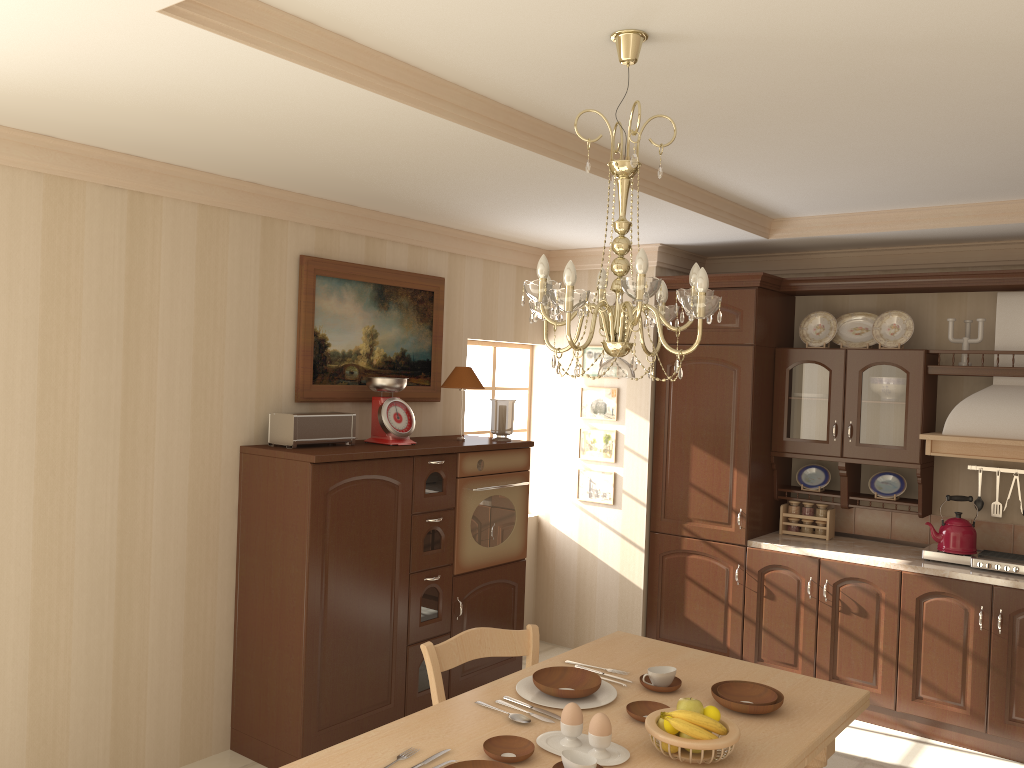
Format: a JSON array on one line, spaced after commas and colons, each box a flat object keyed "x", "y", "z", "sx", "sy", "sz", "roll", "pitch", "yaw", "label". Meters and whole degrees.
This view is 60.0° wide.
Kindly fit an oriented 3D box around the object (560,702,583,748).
[{"x": 0.152, "y": 0.862, "z": 2.255, "sx": 0.058, "sy": 0.104, "sz": 0.058, "roll": 2, "pitch": 1, "yaw": 16, "label": "object"}]

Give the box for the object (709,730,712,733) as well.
[{"x": 0.477, "y": 0.884, "z": 2.267, "sx": 0.070, "sy": 0.069, "sz": 0.068, "roll": 1, "pitch": 1, "yaw": -44, "label": "object"}]

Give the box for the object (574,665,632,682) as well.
[{"x": 0.288, "y": 0.910, "z": 2.785, "sx": 0.212, "sy": 0.008, "sz": 0.018, "roll": 3, "pitch": 1, "yaw": 37, "label": "object"}]

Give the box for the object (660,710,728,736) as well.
[{"x": 0.461, "y": 0.839, "z": 2.183, "sx": 0.184, "sy": 0.085, "sz": 0.066, "roll": 2, "pitch": 1, "yaw": -15, "label": "object"}]

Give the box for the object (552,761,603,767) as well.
[{"x": 0.154, "y": 0.905, "z": 2.044, "sx": 0.126, "sy": 0.026, "sz": 0.127, "roll": 3, "pitch": 1, "yaw": 29, "label": "object"}]

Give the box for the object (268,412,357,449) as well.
[{"x": -0.899, "y": 0.207, "z": 4.034, "sx": 0.192, "sy": 0.150, "sz": 0.360, "roll": 3, "pitch": 1, "yaw": 38, "label": "object"}]

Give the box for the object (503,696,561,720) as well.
[{"x": 0.061, "y": 0.906, "z": 2.480, "sx": 0.221, "sy": 0.008, "sz": 0.023, "roll": 3, "pitch": 1, "yaw": 43, "label": "object"}]

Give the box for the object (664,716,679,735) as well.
[{"x": 0.401, "y": 0.845, "z": 2.212, "sx": 0.045, "sy": 0.053, "sz": 0.051, "roll": 2, "pitch": 1, "yaw": 26, "label": "object"}]

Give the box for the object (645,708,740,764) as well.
[{"x": 0.452, "y": 0.890, "z": 2.230, "sx": 0.235, "sy": 0.068, "sz": 0.235, "roll": 2, "pitch": 1, "yaw": -5, "label": "object"}]

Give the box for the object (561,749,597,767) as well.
[{"x": 0.160, "y": 0.889, "z": 2.038, "sx": 0.063, "sy": 0.055, "sz": 0.119, "roll": 2, "pitch": 1, "yaw": -38, "label": "object"}]

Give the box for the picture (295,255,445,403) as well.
[{"x": -0.684, "y": -0.250, "z": 4.509, "sx": 0.036, "sy": 0.687, "sz": 0.990, "roll": 3, "pitch": 1, "yaw": 38, "label": "picture"}]

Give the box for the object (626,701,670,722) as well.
[{"x": 0.378, "y": 0.909, "z": 2.443, "sx": 0.126, "sy": 0.026, "sz": 0.127, "roll": 2, "pitch": 1, "yaw": 3, "label": "object"}]

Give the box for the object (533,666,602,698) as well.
[{"x": 0.161, "y": 0.888, "z": 2.619, "sx": 0.204, "sy": 0.042, "sz": 0.204, "roll": 3, "pitch": 1, "yaw": 38, "label": "object"}]

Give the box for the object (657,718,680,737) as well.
[{"x": 0.407, "y": 0.877, "z": 2.260, "sx": 0.074, "sy": 0.076, "sz": 0.072, "roll": 2, "pitch": 1, "yaw": 13, "label": "object"}]

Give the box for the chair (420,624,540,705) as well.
[{"x": 0.013, "y": 1.258, "z": 2.809, "sx": 0.462, "sy": 0.846, "sz": 0.517, "roll": 2, "pitch": 1, "yaw": -36, "label": "chair"}]

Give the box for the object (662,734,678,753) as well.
[{"x": 0.394, "y": 0.892, "z": 2.203, "sx": 0.046, "sy": 0.046, "sz": 0.055, "roll": 2, "pitch": 1, "yaw": -19, "label": "object"}]

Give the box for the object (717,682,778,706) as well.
[{"x": 0.677, "y": 0.907, "z": 2.556, "sx": 0.168, "sy": 0.034, "sz": 0.168, "roll": 1, "pitch": 1, "yaw": -41, "label": "object"}]

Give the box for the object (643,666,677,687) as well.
[{"x": 0.444, "y": 0.892, "z": 2.679, "sx": 0.119, "sy": 0.055, "sz": 0.063, "roll": 2, "pitch": 1, "yaw": -23, "label": "object"}]

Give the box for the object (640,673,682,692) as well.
[{"x": 0.449, "y": 0.908, "z": 2.683, "sx": 0.127, "sy": 0.026, "sz": 0.126, "roll": 2, "pitch": 1, "yaw": -25, "label": "object"}]

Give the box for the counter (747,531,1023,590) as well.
[{"x": 1.954, "y": 0.924, "z": 3.625, "sx": 2.603, "sy": 0.034, "sz": 2.422, "roll": 3, "pitch": 1, "yaw": 38, "label": "counter"}]

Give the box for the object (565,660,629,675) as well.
[{"x": 0.272, "y": 0.911, "z": 2.849, "sx": 0.218, "sy": 0.004, "sz": 0.028, "roll": 3, "pitch": 1, "yaw": 28, "label": "object"}]

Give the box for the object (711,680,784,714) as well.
[{"x": 0.677, "y": 0.911, "z": 2.558, "sx": 0.204, "sy": 0.042, "sz": 0.204, "roll": 2, "pitch": 1, "yaw": -13, "label": "object"}]

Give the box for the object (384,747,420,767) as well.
[{"x": -0.287, "y": 0.900, "z": 2.095, "sx": 0.028, "sy": 0.004, "sz": 0.218, "roll": 3, "pitch": 1, "yaw": 28, "label": "object"}]

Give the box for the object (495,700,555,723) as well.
[{"x": 0.035, "y": 0.907, "z": 2.455, "sx": 0.216, "sy": 0.004, "sz": 0.022, "roll": 3, "pitch": 1, "yaw": 43, "label": "object"}]

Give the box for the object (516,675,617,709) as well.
[{"x": 0.160, "y": 0.906, "z": 2.618, "sx": 0.299, "sy": 0.009, "sz": 0.299, "roll": 3, "pitch": 1, "yaw": 36, "label": "object"}]

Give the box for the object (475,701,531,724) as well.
[{"x": -0.027, "y": 0.902, "z": 2.440, "sx": 0.047, "sy": 0.011, "sz": 0.219, "roll": 1, "pitch": 1, "yaw": -43, "label": "object"}]

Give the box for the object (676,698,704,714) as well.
[{"x": 0.452, "y": 0.828, "z": 2.249, "sx": 0.069, "sy": 0.061, "sz": 0.068, "roll": 2, "pitch": 1, "yaw": -36, "label": "object"}]

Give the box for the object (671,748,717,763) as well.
[{"x": 0.451, "y": 0.922, "z": 2.231, "sx": 0.128, "sy": 0.011, "sz": 0.128, "roll": 2, "pitch": 1, "yaw": -11, "label": "object"}]

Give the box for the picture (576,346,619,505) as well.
[{"x": 0.527, "y": 0.247, "z": 5.453, "sx": 0.268, "sy": 0.964, "sz": 0.010, "roll": 3, "pitch": 1, "yaw": 38, "label": "picture"}]

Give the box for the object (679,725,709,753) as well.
[{"x": 0.454, "y": 0.880, "z": 2.203, "sx": 0.077, "sy": 0.065, "sz": 0.076, "roll": 2, "pitch": 1, "yaw": 14, "label": "object"}]

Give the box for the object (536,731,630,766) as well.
[{"x": 0.176, "y": 0.914, "z": 2.225, "sx": 0.245, "sy": 0.005, "sz": 0.157, "roll": 3, "pitch": 1, "yaw": 34, "label": "object"}]

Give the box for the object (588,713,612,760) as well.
[{"x": 0.218, "y": 0.865, "z": 2.194, "sx": 0.058, "sy": 0.104, "sz": 0.058, "roll": 2, "pitch": 1, "yaw": 16, "label": "object"}]

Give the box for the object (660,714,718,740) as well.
[{"x": 0.452, "y": 0.857, "z": 2.165, "sx": 0.176, "sy": 0.094, "sz": 0.064, "roll": 2, "pitch": 1, "yaw": -16, "label": "object"}]

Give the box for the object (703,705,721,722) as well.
[{"x": 0.505, "y": 0.838, "z": 2.244, "sx": 0.047, "sy": 0.046, "sz": 0.054, "roll": 2, "pitch": 1, "yaw": -11, "label": "object"}]

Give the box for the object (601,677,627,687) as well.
[{"x": 0.267, "y": 0.910, "z": 2.753, "sx": 0.218, "sy": 0.008, "sz": 0.022, "roll": 3, "pitch": 1, "yaw": 40, "label": "object"}]

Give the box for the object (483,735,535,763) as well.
[{"x": -0.008, "y": 0.898, "z": 2.169, "sx": 0.126, "sy": 0.026, "sz": 0.127, "roll": 3, "pitch": 1, "yaw": 29, "label": "object"}]
